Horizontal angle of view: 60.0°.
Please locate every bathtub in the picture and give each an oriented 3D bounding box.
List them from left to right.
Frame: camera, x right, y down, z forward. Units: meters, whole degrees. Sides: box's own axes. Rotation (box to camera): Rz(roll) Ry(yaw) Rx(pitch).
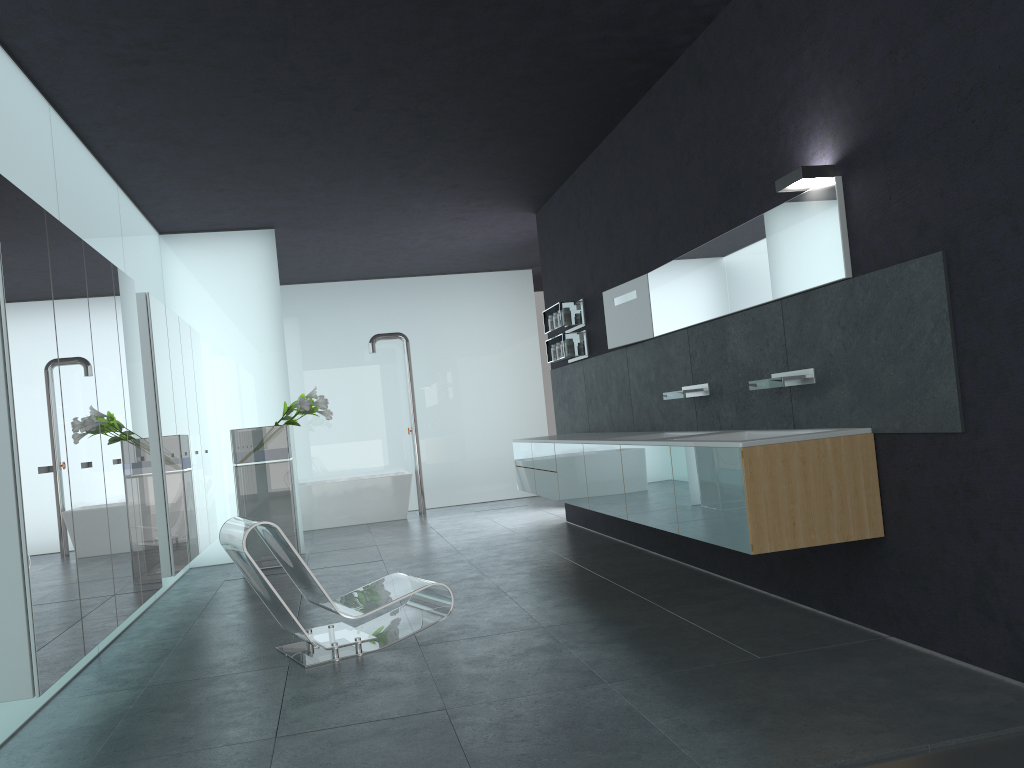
[{"bbox_3d":[-2.500,1.669,13.367,1.977,0.858,0.961,-5,-2,-12],"label":"bathtub"}]

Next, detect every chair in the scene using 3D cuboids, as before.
[{"bbox_3d":[-1.087,1.204,5.542,1.260,0.870,0.630,-5,-2,-30],"label":"chair"}]

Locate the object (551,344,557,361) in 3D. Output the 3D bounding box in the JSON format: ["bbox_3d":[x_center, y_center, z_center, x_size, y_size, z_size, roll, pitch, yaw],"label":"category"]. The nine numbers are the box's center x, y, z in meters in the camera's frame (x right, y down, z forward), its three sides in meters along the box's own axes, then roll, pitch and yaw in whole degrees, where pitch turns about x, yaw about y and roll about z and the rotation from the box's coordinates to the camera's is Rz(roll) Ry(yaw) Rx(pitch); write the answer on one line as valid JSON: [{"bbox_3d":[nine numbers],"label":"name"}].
[{"bbox_3d":[0.488,-0.346,9.864,0.096,0.184,0.068,-5,-1,-20],"label":"object"}]

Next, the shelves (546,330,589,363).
[{"bbox_3d":[0.590,-0.390,9.600,0.265,0.285,0.770,-5,-2,-12],"label":"shelves"}]

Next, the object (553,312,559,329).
[{"bbox_3d":[0.499,-0.685,9.660,0.096,0.184,0.068,-6,-1,-3],"label":"object"}]

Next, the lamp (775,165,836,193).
[{"bbox_3d":[1.573,-1.102,4.763,0.198,0.066,0.277,-5,-2,-12],"label":"lamp"}]

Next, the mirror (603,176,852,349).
[{"bbox_3d":[1.334,-0.704,6.410,0.109,0.532,3.726,-5,-2,-13],"label":"mirror"}]

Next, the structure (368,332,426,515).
[{"bbox_3d":[-1.756,0.645,13.557,0.642,2.870,0.123,-5,-1,-12],"label":"structure"}]

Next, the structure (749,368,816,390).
[{"bbox_3d":[1.568,-0.024,5.206,0.186,0.088,0.482,-5,-2,-12],"label":"structure"}]

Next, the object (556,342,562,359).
[{"bbox_3d":[0.531,-0.359,9.654,0.096,0.184,0.068,-6,-1,-3],"label":"object"}]

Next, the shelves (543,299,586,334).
[{"bbox_3d":[0.558,-0.716,9.606,0.265,0.285,0.770,-5,-2,-12],"label":"shelves"}]

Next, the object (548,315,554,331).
[{"bbox_3d":[0.456,-0.672,9.870,0.096,0.184,0.068,-5,-1,-20],"label":"object"}]

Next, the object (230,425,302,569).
[{"bbox_3d":[-2.663,1.213,9.631,0.584,1.490,0.575,-5,-1,-12],"label":"object"}]

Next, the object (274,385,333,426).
[{"bbox_3d":[-2.439,0.415,9.553,1.023,0.779,0.975,-5,-2,-20],"label":"object"}]

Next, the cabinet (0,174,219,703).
[{"bbox_3d":[-2.858,0.389,6.585,0.398,2.214,6.010,-5,-2,-12],"label":"cabinet"}]

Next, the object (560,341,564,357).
[{"bbox_3d":[0.569,-0.370,9.470,0.096,0.184,0.068,-5,-1,-13],"label":"object"}]

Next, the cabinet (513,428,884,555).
[{"bbox_3d":[0.949,0.696,7.173,0.734,0.556,5.588,-5,-2,-12],"label":"cabinet"}]

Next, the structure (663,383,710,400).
[{"bbox_3d":[1.283,0.060,6.594,0.186,0.088,0.482,-5,-2,-12],"label":"structure"}]

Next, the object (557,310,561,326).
[{"bbox_3d":[0.537,-0.696,9.476,0.096,0.184,0.068,-5,-1,-13],"label":"object"}]
